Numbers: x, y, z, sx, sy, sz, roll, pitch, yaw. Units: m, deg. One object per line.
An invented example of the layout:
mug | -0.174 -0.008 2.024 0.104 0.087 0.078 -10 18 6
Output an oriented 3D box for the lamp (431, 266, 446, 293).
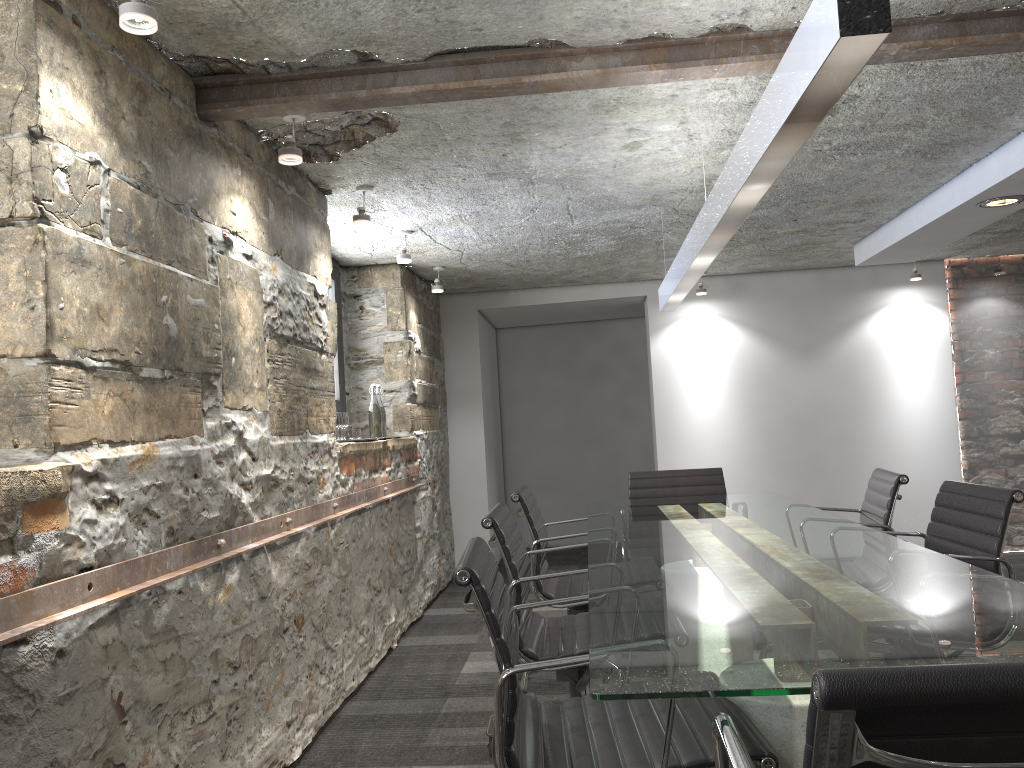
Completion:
lamp | -0.472 -0.668 5.668 0.077 0.165 0.098 -5 -4 38

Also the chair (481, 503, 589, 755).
chair | 0.240 0.805 2.834 0.667 0.837 0.693 -3 -3 -5

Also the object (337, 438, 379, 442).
object | -0.840 0.276 4.275 0.310 0.007 0.457 -3 -3 5

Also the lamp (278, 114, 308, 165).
lamp | -0.708 -0.794 2.858 0.077 0.165 0.098 -5 -4 38

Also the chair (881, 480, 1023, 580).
chair | 1.215 0.747 2.770 0.667 0.837 0.693 -3 -3 -6

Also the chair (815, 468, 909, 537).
chair | 1.282 0.785 3.613 0.667 0.837 0.693 -3 -3 3

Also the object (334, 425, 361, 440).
object | -0.826 0.242 4.389 0.111 0.072 0.191 -4 -3 12

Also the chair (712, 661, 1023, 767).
chair | 0.579 0.701 1.120 0.693 0.837 0.667 -3 -3 -5

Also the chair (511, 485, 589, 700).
chair | 0.331 0.843 3.708 0.667 0.837 0.693 -3 -3 -4

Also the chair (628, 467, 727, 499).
chair | 0.823 0.841 4.215 0.693 0.837 0.667 -3 -3 -3

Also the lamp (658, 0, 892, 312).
lamp | 0.624 -0.691 2.854 0.073 0.524 3.159 -3 -3 5

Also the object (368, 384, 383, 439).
object | -0.741 0.150 4.797 0.073 0.300 0.073 -2 -3 -27

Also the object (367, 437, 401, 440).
object | -0.793 0.302 4.836 0.310 0.007 0.457 -3 -3 5

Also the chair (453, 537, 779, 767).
chair | 0.206 0.760 1.900 0.667 0.837 0.693 -3 -3 -8

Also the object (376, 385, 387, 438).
object | -0.733 0.154 4.889 0.073 0.300 0.073 -2 -3 -27

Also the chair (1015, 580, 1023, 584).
chair | 1.089 0.708 1.838 0.667 0.837 0.693 -3 -3 -4

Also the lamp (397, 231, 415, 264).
lamp | -0.559 -0.714 4.630 0.077 0.165 0.098 -5 -4 38

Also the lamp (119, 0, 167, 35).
lamp | -0.789 -0.837 1.893 0.077 0.165 0.098 -5 -4 38

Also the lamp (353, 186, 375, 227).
lamp | -0.632 -0.753 3.763 0.077 0.165 0.098 -5 -4 38

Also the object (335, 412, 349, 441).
object | -0.838 0.203 4.175 0.108 0.131 0.218 -3 -3 3

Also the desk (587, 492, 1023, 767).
desk | 0.714 0.840 2.780 0.909 0.711 3.154 -3 -3 5
